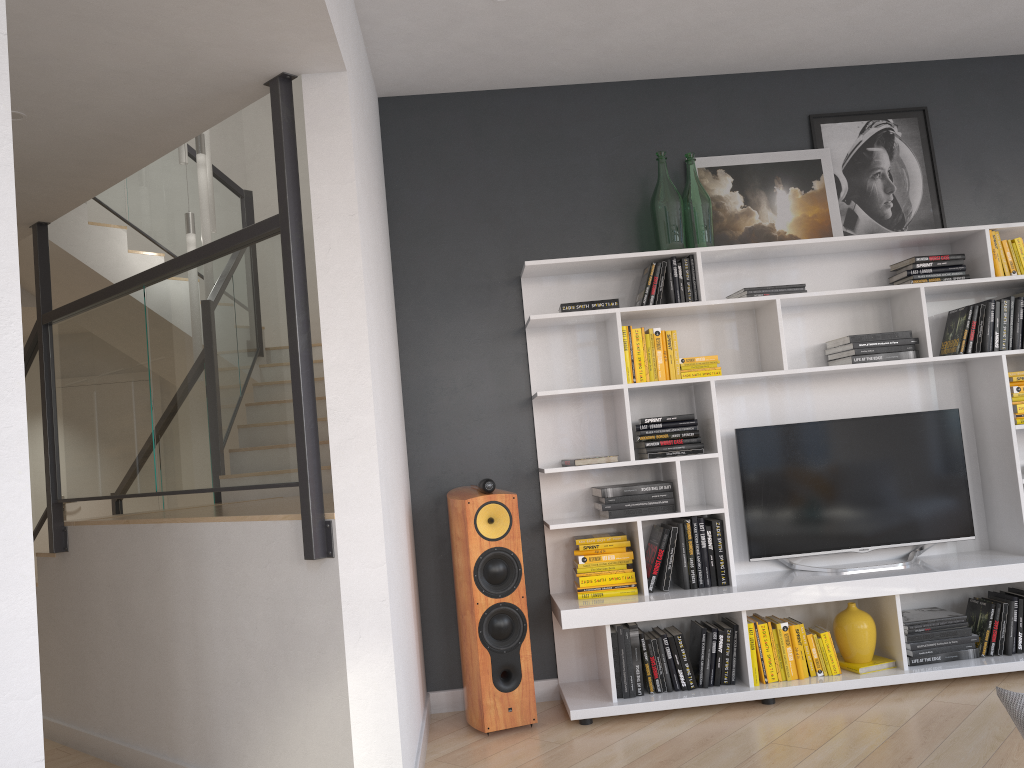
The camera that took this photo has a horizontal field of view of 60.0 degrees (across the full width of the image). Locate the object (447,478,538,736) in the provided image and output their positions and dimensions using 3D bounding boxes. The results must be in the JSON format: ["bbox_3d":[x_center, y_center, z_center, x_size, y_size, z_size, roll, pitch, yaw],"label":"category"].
[{"bbox_3d":[-0.115,0.971,4.017,0.290,1.088,0.434,-4,-4,-18],"label":"object"}]

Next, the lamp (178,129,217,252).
[{"bbox_3d":[-2.333,-3.359,6.013,0.359,6.725,0.359,-8,-5,33],"label":"lamp"}]

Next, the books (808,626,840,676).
[{"bbox_3d":[1.407,1.201,4.004,0.067,0.193,0.148,-5,-4,-3],"label":"books"}]

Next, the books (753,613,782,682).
[{"bbox_3d":[1.154,1.189,4.012,0.038,0.267,0.202,-5,-4,-3],"label":"books"}]

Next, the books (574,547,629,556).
[{"bbox_3d":[0.420,0.773,4.145,0.238,0.023,0.167,-6,-4,12],"label":"books"}]

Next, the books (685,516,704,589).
[{"bbox_3d":[0.839,0.774,4.147,0.026,0.326,0.237,-5,-4,-3],"label":"books"}]

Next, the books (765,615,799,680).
[{"bbox_3d":[1.220,1.189,4.013,0.055,0.252,0.185,-5,-4,-5],"label":"books"}]

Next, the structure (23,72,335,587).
[{"bbox_3d":[-1.320,-0.476,5.305,4.190,4.339,2.823,-9,-6,41],"label":"structure"}]

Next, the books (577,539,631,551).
[{"bbox_3d":[0.426,0.747,4.143,0.234,0.024,0.171,-5,-4,1],"label":"books"}]

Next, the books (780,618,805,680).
[{"bbox_3d":[1.253,1.191,3.995,0.043,0.240,0.169,-5,-4,-5],"label":"books"}]

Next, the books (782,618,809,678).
[{"bbox_3d":[1.276,1.192,4.016,0.043,0.235,0.171,-5,-4,-5],"label":"books"}]

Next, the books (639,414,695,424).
[{"bbox_3d":[0.724,0.167,4.173,0.246,0.026,0.180,-6,-4,4],"label":"books"}]

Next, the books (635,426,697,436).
[{"bbox_3d":[0.722,0.221,4.177,0.264,0.020,0.189,-5,-4,0],"label":"books"}]

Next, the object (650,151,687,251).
[{"bbox_3d":[0.738,-0.865,4.238,0.157,0.507,0.157,-6,-4,10],"label":"object"}]

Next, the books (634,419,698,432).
[{"bbox_3d":[0.724,0.197,4.198,0.284,0.030,0.214,-6,-4,5],"label":"books"}]

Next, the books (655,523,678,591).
[{"bbox_3d":[0.712,0.802,4.128,0.100,0.289,0.210,-5,-4,-4],"label":"books"}]

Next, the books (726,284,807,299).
[{"bbox_3d":[1.214,-0.425,4.254,0.310,0.047,0.250,-5,-4,-8],"label":"books"}]

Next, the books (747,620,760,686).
[{"bbox_3d":[1.051,1.193,3.981,0.029,0.270,0.204,-5,-4,-3],"label":"books"}]

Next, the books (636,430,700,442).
[{"bbox_3d":[0.726,0.246,4.171,0.284,0.030,0.214,-6,-4,5],"label":"books"}]

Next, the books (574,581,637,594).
[{"bbox_3d":[0.430,0.931,4.116,0.269,0.025,0.213,-5,-4,0],"label":"books"}]

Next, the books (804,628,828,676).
[{"bbox_3d":[1.364,1.207,3.998,0.046,0.187,0.134,-5,-4,-4],"label":"books"}]

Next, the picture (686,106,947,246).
[{"bbox_3d":[1.523,-1.017,4.453,1.279,0.707,0.076,-5,-4,-3],"label":"picture"}]

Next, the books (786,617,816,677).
[{"bbox_3d":[1.307,1.190,4.027,0.056,0.235,0.172,-5,-4,-4],"label":"books"}]

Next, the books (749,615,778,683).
[{"bbox_3d":[1.125,1.195,4.012,0.066,0.258,0.198,-5,-4,-3],"label":"books"}]

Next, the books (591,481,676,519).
[{"bbox_3d":[0.566,0.541,4.165,0.343,0.137,0.277,-5,-4,-3],"label":"books"}]

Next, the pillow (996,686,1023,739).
[{"bbox_3d":[1.994,0.428,0.536,2.953,0.453,0.647,-8,-5,29],"label":"pillow"}]

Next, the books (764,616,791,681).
[{"bbox_3d":[1.195,1.190,4.001,0.041,0.252,0.180,-5,-4,-3],"label":"books"}]

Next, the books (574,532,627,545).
[{"bbox_3d":[0.413,0.726,4.168,0.234,0.024,0.171,-5,-4,1],"label":"books"}]

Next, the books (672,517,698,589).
[{"bbox_3d":[0.807,0.783,4.142,0.034,0.314,0.237,-5,-4,-3],"label":"books"}]

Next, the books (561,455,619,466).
[{"bbox_3d":[0.361,0.358,4.136,0.209,0.030,0.266,-4,-4,-10],"label":"books"}]

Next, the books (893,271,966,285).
[{"bbox_3d":[2.025,-0.511,4.313,0.264,0.020,0.189,-5,-4,-5],"label":"books"}]

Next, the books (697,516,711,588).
[{"bbox_3d":[0.870,0.777,4.149,0.034,0.315,0.239,-5,-4,-3],"label":"books"}]

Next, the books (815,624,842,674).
[{"bbox_3d":[1.431,1.199,4.014,0.046,0.193,0.149,-5,-4,-3],"label":"books"}]

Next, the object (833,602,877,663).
[{"bbox_3d":[1.561,1.127,4.038,0.185,0.257,0.185,-3,-5,-26],"label":"object"}]

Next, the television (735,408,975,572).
[{"bbox_3d":[1.641,0.516,4.242,1.102,0.704,0.207,-5,-4,-3],"label":"television"}]

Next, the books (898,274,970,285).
[{"bbox_3d":[2.029,-0.486,4.307,0.284,0.030,0.214,-5,-4,0],"label":"books"}]

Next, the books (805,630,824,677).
[{"bbox_3d":[1.342,1.209,4.004,0.056,0.188,0.138,-5,-4,-3],"label":"books"}]

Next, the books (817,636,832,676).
[{"bbox_3d":[1.385,1.215,3.987,0.049,0.169,0.113,-5,-4,-5],"label":"books"}]

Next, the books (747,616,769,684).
[{"bbox_3d":[1.088,1.191,4.004,0.048,0.271,0.213,-5,-4,-4],"label":"books"}]

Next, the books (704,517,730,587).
[{"bbox_3d":[0.943,0.779,4.148,0.051,0.297,0.230,-5,-4,-3],"label":"books"}]

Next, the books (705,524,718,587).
[{"bbox_3d":[0.905,0.794,4.143,0.028,0.272,0.200,-5,-4,-3],"label":"books"}]

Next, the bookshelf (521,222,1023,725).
[{"bbox_3d":[1.639,0.334,4.146,3.000,2.052,0.455,-5,-4,-3],"label":"bookshelf"}]

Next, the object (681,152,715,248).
[{"bbox_3d":[0.889,-0.874,4.304,0.157,0.507,0.157,-6,-4,10],"label":"object"}]

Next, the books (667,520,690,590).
[{"bbox_3d":[0.777,0.793,4.134,0.028,0.301,0.213,-5,-4,-3],"label":"books"}]

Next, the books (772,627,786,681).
[{"bbox_3d":[1.176,1.205,3.995,0.042,0.230,0.156,-5,-4,-5],"label":"books"}]

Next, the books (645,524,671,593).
[{"bbox_3d":[0.660,0.811,4.142,0.142,0.284,0.232,-5,-4,-4],"label":"books"}]
